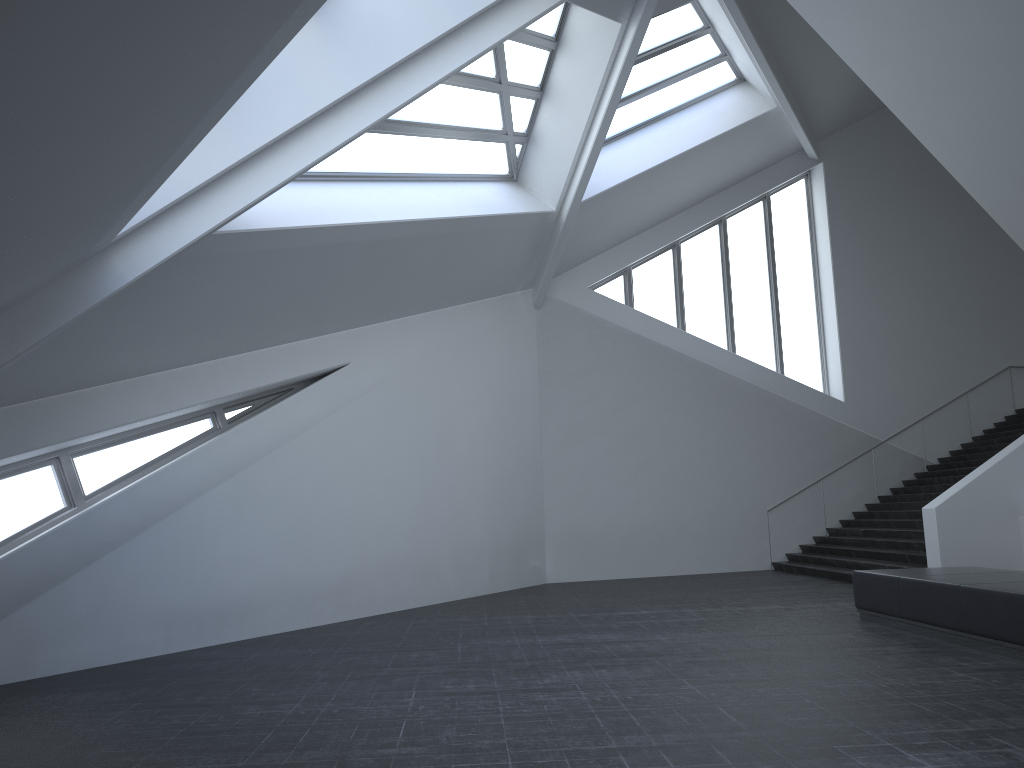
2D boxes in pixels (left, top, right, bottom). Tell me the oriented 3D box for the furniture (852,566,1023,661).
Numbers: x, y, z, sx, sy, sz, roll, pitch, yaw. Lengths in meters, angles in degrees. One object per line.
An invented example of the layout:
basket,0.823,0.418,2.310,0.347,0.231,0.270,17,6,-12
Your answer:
furniture,4.979,2.069,7.768,1.488,0.580,5.742,-1,-8,-4
